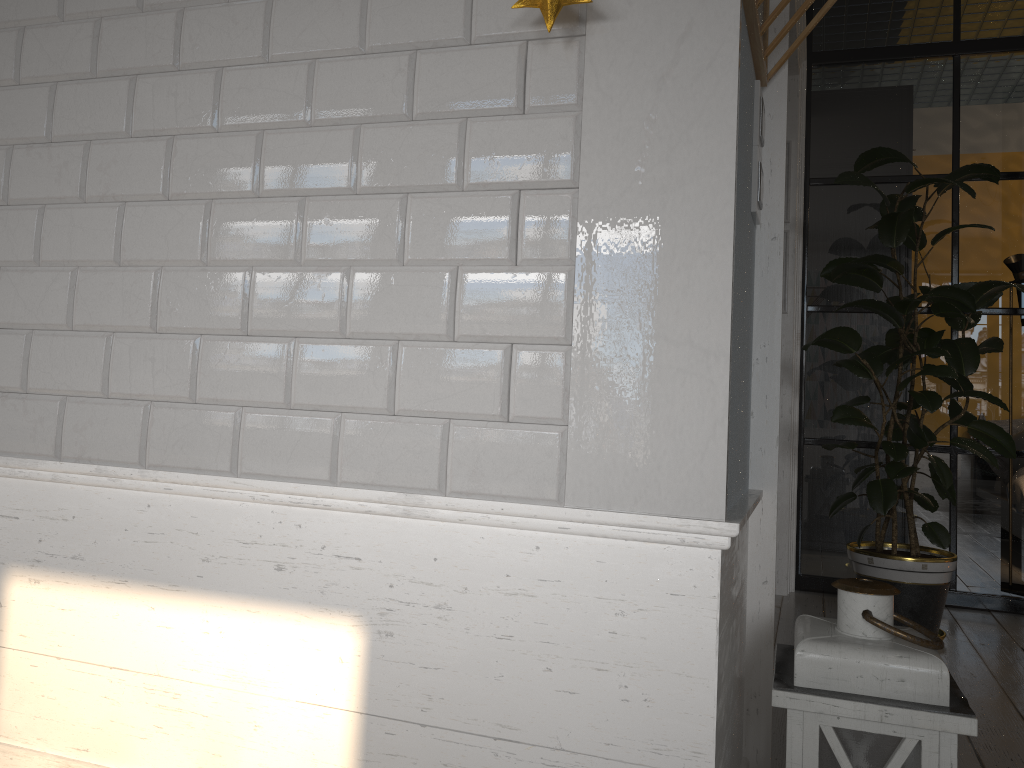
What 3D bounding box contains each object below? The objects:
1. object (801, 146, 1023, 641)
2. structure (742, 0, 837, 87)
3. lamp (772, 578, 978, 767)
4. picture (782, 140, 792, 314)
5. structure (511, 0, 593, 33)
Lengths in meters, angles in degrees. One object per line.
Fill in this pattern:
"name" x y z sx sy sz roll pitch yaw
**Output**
"object" 2.956 0.054 2.776 3.898 1.805 1.005 2 -4 19
"structure" 0.528 -0.992 1.579 0.185 0.779 0.492 1 -4 19
"lamp" 0.578 0.566 1.455 0.287 0.480 0.285 2 -4 18
"picture" 0.714 -0.718 2.956 0.359 0.756 1.936 1 -2 19
"structure" 0.075 -0.748 1.360 0.134 0.450 0.077 2 -5 7
